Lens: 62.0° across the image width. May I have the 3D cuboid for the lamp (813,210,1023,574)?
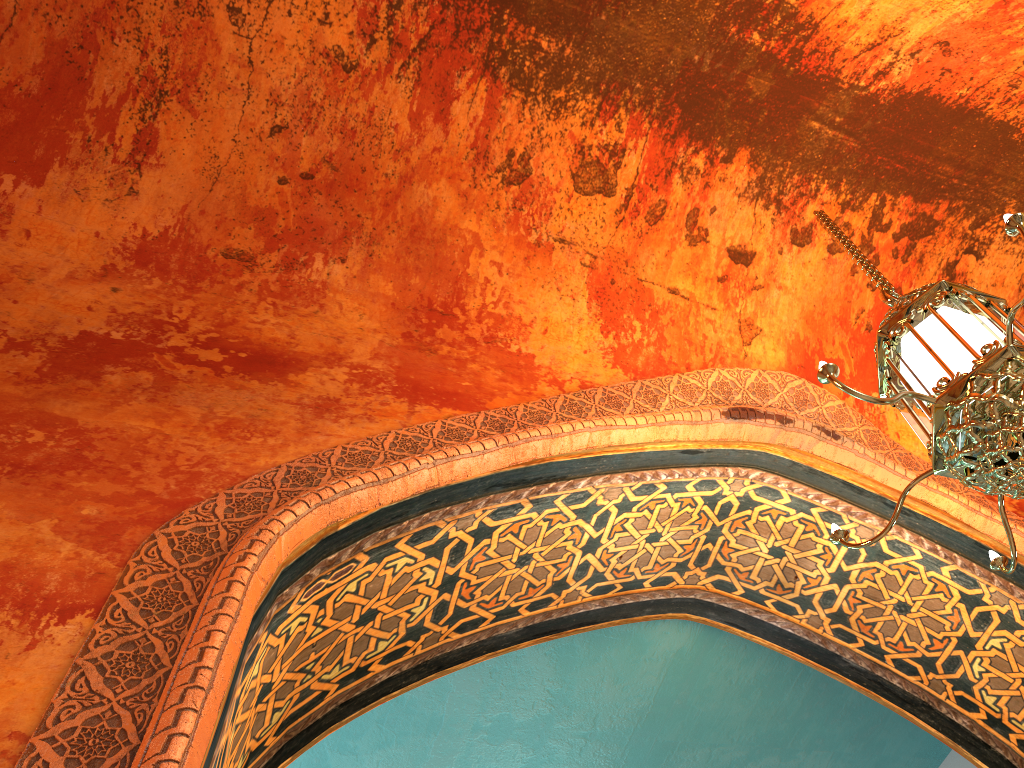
[{"bbox_3d":[1.472,-0.262,3.149,1.378,2.240,1.109,13,-61,-12],"label":"lamp"}]
